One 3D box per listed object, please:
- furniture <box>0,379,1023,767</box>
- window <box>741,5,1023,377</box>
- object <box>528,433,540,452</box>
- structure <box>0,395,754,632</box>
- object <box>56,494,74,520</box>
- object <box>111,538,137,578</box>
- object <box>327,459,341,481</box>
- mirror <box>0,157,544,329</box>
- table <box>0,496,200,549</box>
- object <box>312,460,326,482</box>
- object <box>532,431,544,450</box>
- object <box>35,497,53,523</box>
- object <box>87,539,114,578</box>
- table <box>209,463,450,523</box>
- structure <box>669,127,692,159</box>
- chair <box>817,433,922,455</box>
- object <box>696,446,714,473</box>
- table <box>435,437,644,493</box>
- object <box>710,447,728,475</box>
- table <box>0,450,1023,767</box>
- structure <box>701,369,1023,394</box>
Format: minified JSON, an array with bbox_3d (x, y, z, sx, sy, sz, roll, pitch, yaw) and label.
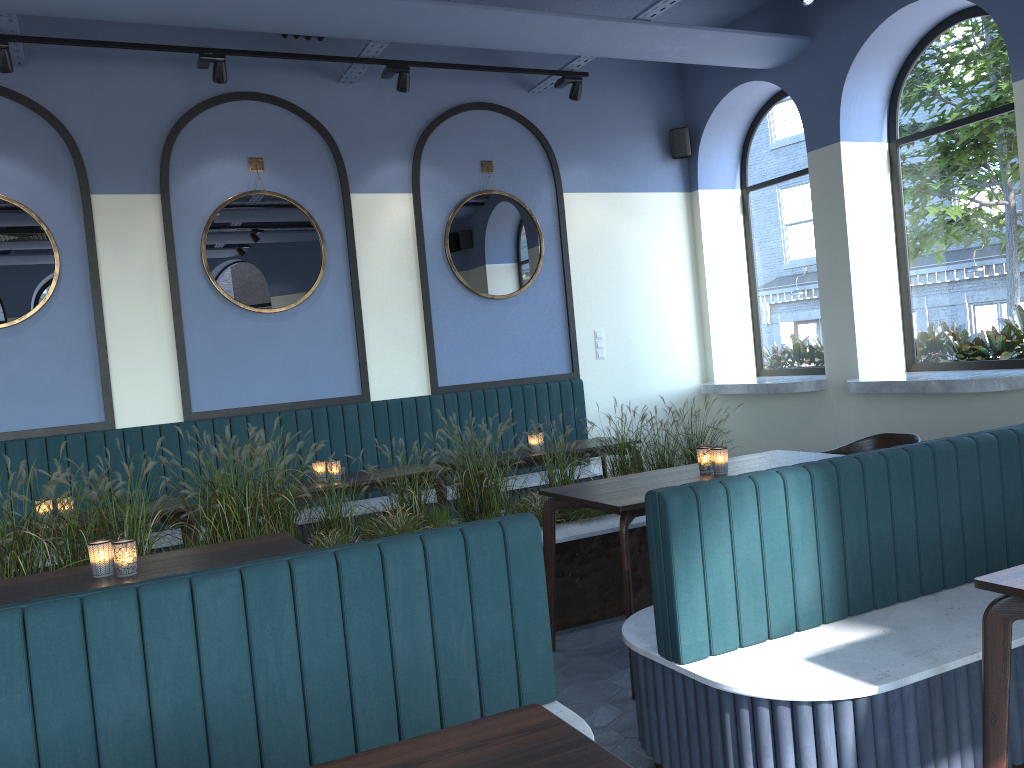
[{"bbox_3d":[-0.535,0.728,4.167,4.800,1.150,4.703,-6,2,-26],"label":"furniture"},{"bbox_3d":[0.883,-0.922,0.714,3.897,2.394,14.212,-5,2,25],"label":"window"},{"bbox_3d":[0.145,0.378,5.737,0.078,0.120,0.078,-7,2,-43],"label":"object"},{"bbox_3d":[-0.684,0.704,4.474,4.878,1.207,1.143,-6,2,-24],"label":"structure"},{"bbox_3d":[-2.320,0.641,4.610,0.078,0.120,0.078,-6,2,-9],"label":"object"},{"bbox_3d":[-1.322,0.594,3.031,0.078,0.120,0.078,-7,2,-43],"label":"object"},{"bbox_3d":[-1.041,0.504,5.195,0.078,0.120,0.078,-7,2,-43],"label":"object"},{"bbox_3d":[-1.710,-1.043,6.219,4.357,1.089,0.026,-6,2,-26],"label":"mirror"},{"bbox_3d":[-2.278,1.076,4.613,1.285,0.755,0.548,-6,2,-26],"label":"table"},{"bbox_3d":[-1.134,0.512,5.222,0.078,0.120,0.078,-7,2,-43],"label":"object"},{"bbox_3d":[0.172,0.373,5.831,0.078,0.120,0.078,-7,2,-43],"label":"object"},{"bbox_3d":[-2.405,0.650,4.563,0.078,0.120,0.078,-6,2,-9],"label":"object"},{"bbox_3d":[-1.415,0.602,3.058,0.078,0.120,0.078,-7,2,-43],"label":"object"},{"bbox_3d":[-1.042,0.943,5.209,1.332,0.755,0.548,-6,2,-26],"label":"table"},{"bbox_3d":[-2.323,-1.575,2.295,13.143,0.268,7.261,-7,2,-42],"label":"structure"},{"bbox_3d":[1.844,0.677,4.549,0.525,0.793,0.618,-6,2,-26],"label":"chair"},{"bbox_3d":[0.908,0.354,4.157,0.078,0.120,0.078,-6,2,-9],"label":"object"},{"bbox_3d":[0.214,0.809,5.812,1.332,0.755,0.548,-6,2,-26],"label":"table"},{"bbox_3d":[0.955,0.352,4.071,0.078,0.120,0.078,-6,2,-9],"label":"object"},{"bbox_3d":[-1.593,1.122,0.867,9.778,0.755,3.997,-7,2,-42],"label":"table"},{"bbox_3d":[0.790,0.316,0.828,4.315,0.080,14.155,-5,2,26],"label":"structure"}]
